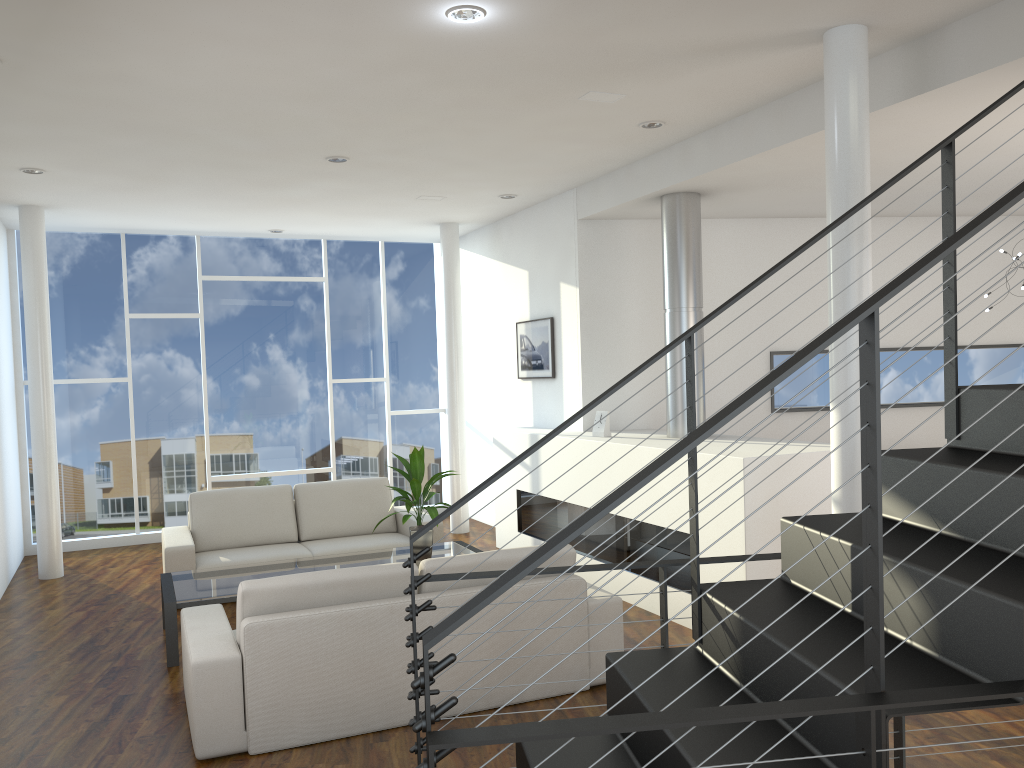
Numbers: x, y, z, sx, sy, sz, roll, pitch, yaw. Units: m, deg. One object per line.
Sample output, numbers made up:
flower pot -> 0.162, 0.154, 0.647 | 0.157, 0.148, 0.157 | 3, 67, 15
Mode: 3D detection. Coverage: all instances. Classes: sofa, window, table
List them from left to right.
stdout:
window -> -2.161, -1.572, 7.188 | 3.413, 5.640, 0.090 | -3, 2, -24
sofa -> -1.300, 0.925, 5.489 | 1.610, 0.566, 0.802 | -2, 1, -23
table -> -0.902, 1.070, 4.488 | 1.607, 0.285, 0.661 | -2, 1, -23
sofa -> -0.448, 0.924, 3.530 | 1.610, 0.566, 0.802 | -2, 1, -23
window -> 2.707, -0.047, 6.091 | 2.024, 0.408, 0.165 | -2, 2, -8

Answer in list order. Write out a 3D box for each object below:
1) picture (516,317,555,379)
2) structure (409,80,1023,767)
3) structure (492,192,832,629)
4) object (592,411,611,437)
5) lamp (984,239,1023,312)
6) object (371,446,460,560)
picture -> 0.161, -0.246, 6.287 | 0.020, 0.416, 0.575 | -3, 2, -24
structure -> 1.735, 0.685, 2.094 | 4.361, 6.303, 1.093 | -2, 2, -8
structure -> 0.757, 0.051, 5.182 | 0.750, 2.208, 2.749 | -3, 2, -24
object -> 0.529, 0.235, 5.241 | 0.061, 0.151, 0.100 | -3, 2, -37
lamp -> 2.676, -0.736, 4.336 | 0.619, 0.726, 0.589 | -1, 2, 14
object -> -0.466, 0.611, 4.620 | 0.431, 0.602, 0.458 | -3, 2, -39
